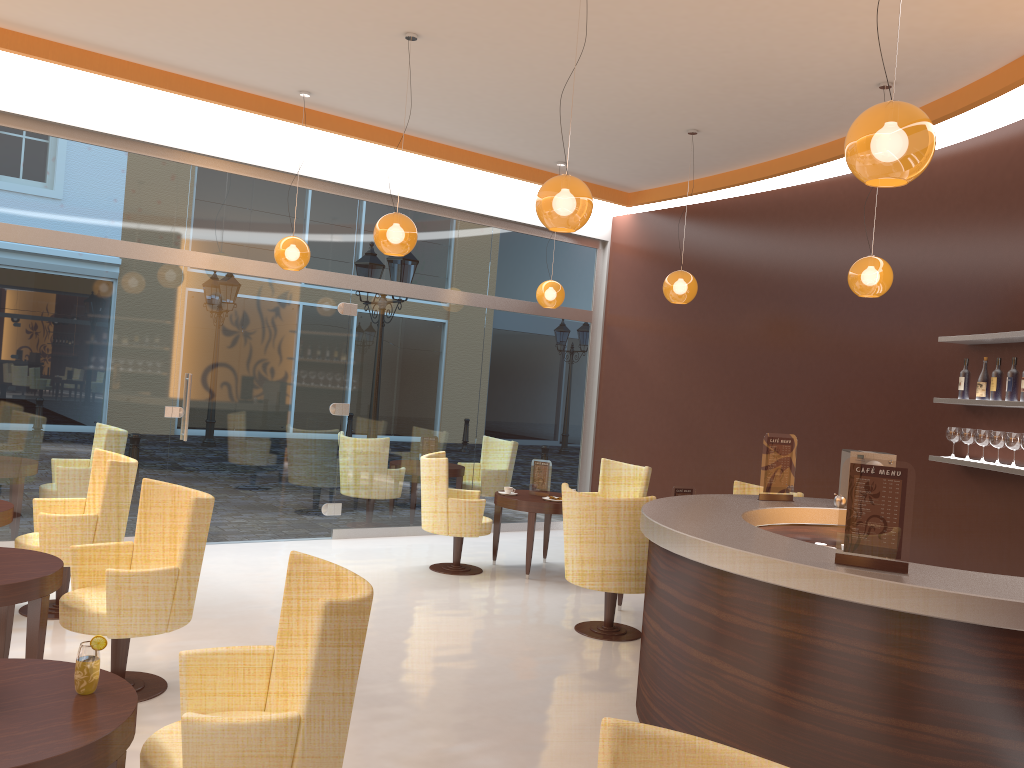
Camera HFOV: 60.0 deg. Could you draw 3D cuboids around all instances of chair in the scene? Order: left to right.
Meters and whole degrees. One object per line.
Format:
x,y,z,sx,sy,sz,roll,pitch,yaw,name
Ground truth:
-2.838,0.957,5.767,0.685,1.017,0.729,5,0,-33,chair
-1.918,1.031,4.509,0.685,1.017,0.729,5,0,-39,chair
-0.834,1.118,2.883,0.685,1.017,0.729,5,0,-19,chair
-0.508,1.142,7.894,0.685,1.017,0.729,5,0,-4,chair
0.687,1.237,6.220,0.729,1.017,0.685,5,0,32,chair
0.946,1.257,8.552,0.685,1.017,0.729,5,0,-33,chair
0.289,1.207,1.492,0.685,1.017,0.729,5,0,-39,chair
1.940,1.337,7.211,0.685,1.017,0.729,5,0,-29,chair

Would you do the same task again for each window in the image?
-2.322,-0.248,8.366,8.200,3.380,0.040,5,0,-36,window

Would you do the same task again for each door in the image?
-2.362,0.250,8.366,1.640,2.499,0.020,5,0,-36,door

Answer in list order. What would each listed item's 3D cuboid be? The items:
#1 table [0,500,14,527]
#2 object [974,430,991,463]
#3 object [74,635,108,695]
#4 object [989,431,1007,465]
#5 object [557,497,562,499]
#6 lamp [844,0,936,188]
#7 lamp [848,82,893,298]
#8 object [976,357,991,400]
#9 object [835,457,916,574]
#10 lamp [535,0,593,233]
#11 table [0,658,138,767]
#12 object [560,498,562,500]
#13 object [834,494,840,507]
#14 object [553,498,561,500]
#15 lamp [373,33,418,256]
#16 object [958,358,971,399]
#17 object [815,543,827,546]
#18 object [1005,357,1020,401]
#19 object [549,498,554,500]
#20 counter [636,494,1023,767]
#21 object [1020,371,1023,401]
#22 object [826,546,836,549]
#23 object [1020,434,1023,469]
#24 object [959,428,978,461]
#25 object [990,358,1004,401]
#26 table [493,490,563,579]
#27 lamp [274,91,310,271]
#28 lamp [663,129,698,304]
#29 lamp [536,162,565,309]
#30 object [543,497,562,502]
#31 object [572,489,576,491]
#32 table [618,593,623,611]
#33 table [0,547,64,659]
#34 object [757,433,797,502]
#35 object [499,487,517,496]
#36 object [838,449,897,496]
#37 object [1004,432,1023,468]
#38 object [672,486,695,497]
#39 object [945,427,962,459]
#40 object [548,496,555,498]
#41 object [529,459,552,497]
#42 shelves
-3.534,1.072,5.359,0.872,0.679,0.874,5,0,10,table
3.243,0.427,6.099,0.125,0.221,0.125,5,0,-11,object
-1.252,0.828,2.623,0.067,0.171,0.072,5,0,36,object
3.257,0.429,5.936,0.125,0.221,0.125,5,0,-11,object
0.433,1.026,7.976,0.051,0.018,0.054,5,0,-38,object
1.380,-1.457,3.129,0.299,1.500,0.299,5,0,-18,lamp
2.569,-1.363,6.237,0.299,1.500,0.299,5,0,32,lamp
3.282,-0.036,6.161,0.086,0.303,0.086,5,0,32,object
1.377,0.492,3.363,0.258,0.414,0.052,5,0,23,object
0.319,-1.542,4.581,0.299,1.500,0.299,5,0,32,lamp
-1.528,1.233,2.441,0.872,0.679,0.874,5,0,-5,table
0.451,1.030,7.933,0.052,0.018,0.055,5,0,-12,object
1.992,0.710,5.382,0.075,0.077,0.075,5,0,22,object
0.399,1.026,7.893,0.055,0.014,0.053,5,0,37,object
-0.743,-1.626,6.032,0.299,1.500,0.299,5,0,-25,lamp
3.239,-0.034,6.339,0.073,0.297,0.073,5,0,-27,object
1.874,0.995,5.376,0.073,0.050,0.086,5,0,-21,object
3.307,-0.028,5.852,0.073,0.297,0.073,5,0,-27,object
0.357,1.024,7.912,0.054,0.018,0.051,5,0,11,object
1.407,1.254,4.470,1.586,1.100,2.917,5,0,9,counter
3.313,-0.028,5.691,0.073,0.297,0.073,5,0,-27,object
1.891,0.996,5.261,0.073,0.050,0.086,5,0,-31,object
3.278,0.430,5.605,0.125,0.221,0.125,5,0,-11,object
3.223,0.426,6.261,0.125,0.221,0.125,5,0,-11,object
3.294,-0.029,6.018,0.073,0.297,0.073,5,0,23,object
0.250,1.372,8.144,0.872,0.679,0.874,5,0,10,table
-1.805,-1.711,7.483,0.299,1.500,0.299,5,0,28,lamp
1.507,-1.448,7.688,0.299,1.500,0.299,5,0,32,lamp
0.446,-1.533,9.139,0.299,1.500,0.299,5,0,21,lamp
0.401,1.034,7.933,0.234,0.020,0.234,5,0,25,object
0.558,1.021,8.297,0.153,0.069,0.153,5,0,-14,object
1.251,1.452,6.791,0.872,0.679,0.874,5,0,10,table
-2.524,1.153,3.978,0.872,0.679,0.874,5,0,0,table
1.644,0.513,5.471,0.258,0.414,0.052,5,0,-22,object
-0.036,0.974,8.069,0.153,0.069,0.153,5,0,-36,object
2.220,0.596,5.516,0.270,0.340,0.373,5,0,9,object
3.271,0.430,5.773,0.125,0.221,0.125,5,0,-11,object
1.303,0.947,6.780,0.209,0.335,0.042,5,0,-22,object
3.198,0.424,6.418,0.125,0.221,0.125,5,0,-11,object
0.359,1.015,7.947,0.052,0.016,0.055,5,0,-37,object
0.264,0.864,8.179,0.209,0.335,0.042,5,0,29,object
2.933,0.095,4.178,0.586,0.902,4.744,5,0,11,shelves
